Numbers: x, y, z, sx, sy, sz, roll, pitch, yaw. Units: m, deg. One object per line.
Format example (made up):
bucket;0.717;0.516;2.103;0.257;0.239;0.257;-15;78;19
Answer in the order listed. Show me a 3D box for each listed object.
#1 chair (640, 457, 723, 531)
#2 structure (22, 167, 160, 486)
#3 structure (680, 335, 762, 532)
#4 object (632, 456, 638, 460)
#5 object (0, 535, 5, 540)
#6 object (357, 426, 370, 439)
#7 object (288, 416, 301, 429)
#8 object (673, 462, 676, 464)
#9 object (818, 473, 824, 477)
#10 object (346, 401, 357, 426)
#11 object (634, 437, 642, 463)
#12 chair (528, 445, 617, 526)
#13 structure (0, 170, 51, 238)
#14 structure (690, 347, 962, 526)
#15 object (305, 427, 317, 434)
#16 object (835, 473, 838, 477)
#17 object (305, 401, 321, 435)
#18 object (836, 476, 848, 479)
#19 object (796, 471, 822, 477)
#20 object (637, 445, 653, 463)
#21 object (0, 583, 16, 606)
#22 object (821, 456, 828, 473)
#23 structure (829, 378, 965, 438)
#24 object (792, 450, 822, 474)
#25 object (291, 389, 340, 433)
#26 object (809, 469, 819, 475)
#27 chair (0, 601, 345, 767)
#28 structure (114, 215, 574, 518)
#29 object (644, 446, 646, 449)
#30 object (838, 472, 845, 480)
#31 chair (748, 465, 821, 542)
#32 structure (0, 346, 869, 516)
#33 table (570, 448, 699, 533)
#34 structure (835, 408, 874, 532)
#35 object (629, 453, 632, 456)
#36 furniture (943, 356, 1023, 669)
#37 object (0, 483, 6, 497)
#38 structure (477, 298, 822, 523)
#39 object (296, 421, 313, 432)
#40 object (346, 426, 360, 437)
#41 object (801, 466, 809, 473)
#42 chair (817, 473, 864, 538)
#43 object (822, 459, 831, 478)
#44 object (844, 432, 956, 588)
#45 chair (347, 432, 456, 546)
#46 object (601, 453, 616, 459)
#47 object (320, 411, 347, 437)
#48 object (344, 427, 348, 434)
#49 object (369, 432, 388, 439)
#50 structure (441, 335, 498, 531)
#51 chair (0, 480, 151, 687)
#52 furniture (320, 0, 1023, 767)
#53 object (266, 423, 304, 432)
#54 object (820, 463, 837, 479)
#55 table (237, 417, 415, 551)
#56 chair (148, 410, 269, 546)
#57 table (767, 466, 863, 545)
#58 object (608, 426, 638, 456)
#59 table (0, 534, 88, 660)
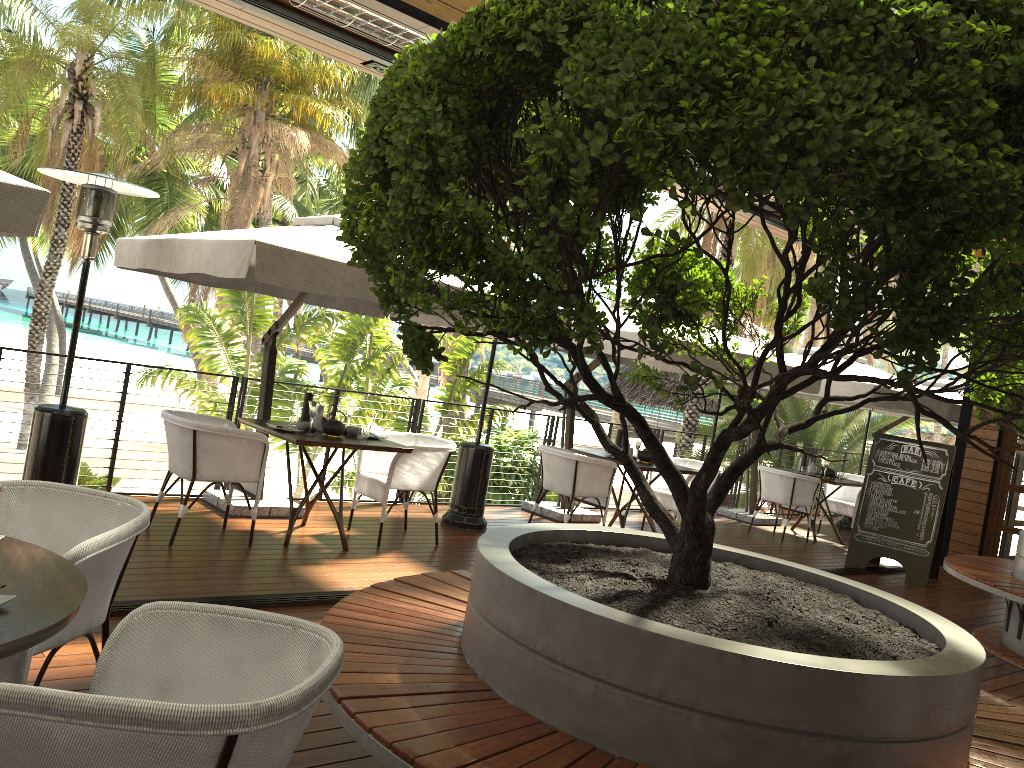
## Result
chair;1.732;1.169;8.984;0.616;0.788;0.628;9;1;-40
structure;-2.730;-0.228;5.508;0.700;2.192;0.698;10;0;37
structure;2.252;0.523;9.864;0.700;2.192;0.698;10;0;37
object;1.136;0.701;8.287;0.080;0.042;0.080;10;1;10
object;-1.508;0.393;2.304;0.295;0.025;0.170;10;1;5
object;-1.056;0.349;6.315;0.086;0.086;0.087;9;1;-36
object;-1.527;0.271;6.230;0.086;0.086;0.087;9;1;-36
object;1.459;0.755;8.727;0.170;0.025;0.295;9;2;-41
object;3.660;1.081;10.494;0.080;0.042;0.080;11;1;40
object;-1.201;0.245;6.541;0.082;0.227;0.082;9;0;-40
object;1.162;0.610;8.206;0.082;0.227;0.082;10;0;38
chair;0.512;0.984;7.950;0.616;0.788;0.628;9;1;-40
structure;-3.856;-0.454;4.126;2.410;2.332;2.417;9;1;-41
structure;3.711;0.687;10.742;2.410;2.332;2.417;9;1;-41
object;-1.381;0.322;6.087;0.080;0.042;0.080;10;1;10
object;3.900;1.104;10.796;0.116;0.065;0.116;9;1;-37
object;-1.355;0.231;6.006;0.082;0.227;0.082;9;0;-40
object;3.983;1.135;10.935;0.170;0.025;0.295;9;2;-41
object;3.508;1.066;10.429;0.170;0.025;0.295;9;2;-41
object;1.274;0.652;8.405;0.167;0.179;0.163;9;1;-39
object;-1.179;0.459;1.859;0.170;0.025;0.294;10;1;10
object;3.840;1.005;10.948;0.082;0.227;0.082;9;0;-40
structure;6.233;1.067;12.947;2.410;2.332;2.417;9;1;-41
object;3.613;0.954;10.841;0.263;0.264;0.263;10;1;4
object;-1.427;0.194;6.433;0.263;0.264;0.263;10;1;4
object;3.598;1.058;10.568;0.116;0.065;0.116;9;1;-37
chair;-0.731;0.910;1.828;0.617;0.788;0.627;10;1;5
structure;-1.334;-0.074;6.331;2.410;2.332;2.417;9;1;-41
object;1.316;0.625;8.741;0.082;0.227;0.082;9;0;-40
object;3.985;1.109;10.723;0.086;0.086;0.087;9;1;-36
chair;3.118;1.377;10.228;0.616;0.788;0.628;9;1;-40
structure;-2.902;0.413;6.533;26.227;1.153;0.164;9;1;-41
table;1.142;1.098;8.511;0.930;0.749;0.933;9;1;-41
structure;4.790;0.906;12.084;0.700;2.192;0.698;10;0;37
object;1.074;0.677;8.361;0.116;0.065;0.116;9;1;-42
furniture;4.615;0.763;6.249;2.571;2.722;2.717;10;1;14
object;-1.226;0.342;2.035;0.082;0.227;0.082;10;0;11
structure;1.189;0.307;8.537;2.410;2.332;2.417;9;1;-41
object;-1.443;0.298;6.160;0.116;0.065;0.116;9;1;-42
object;-1.141;0.344;6.388;0.116;0.065;0.116;9;1;-42
object;3.514;1.031;10.638;0.086;0.086;0.087;9;1;-36
chair;4.294;1.555;11.224;0.616;0.788;0.628;9;1;-40
object;3.686;0.991;10.414;0.082;0.227;0.082;9;0;-40
object;3.978;1.244;9.019;0.770;1.397;0.770;10;1;34
chair;-0.820;0.784;6.753;0.616;0.788;0.628;9;1;-40
object;0.984;0.685;8.222;0.170;0.025;0.295;9;2;-41
object;-1.242;0.273;6.204;0.167;0.179;0.163;9;1;-39
object;-1.208;0.342;6.463;0.080;0.042;0.080;10;1;10
object;-1.058;0.375;6.527;0.170;0.025;0.295;9;2;-41
structure;-0.235;0.148;7.690;0.700;2.192;0.698;10;0;37
chair;-1.541;0.751;2.765;0.627;0.788;0.616;10;1;5
furniture;0.699;0.170;2.917;2.620;2.722;2.690;10;1;40
object;-1.533;0.306;6.022;0.170;0.025;0.295;9;2;-41
object;3.799;1.033;10.615;0.163;0.179;0.168;9;1;-43
table;-1.387;0.717;6.299;0.930;0.749;0.933;9;1;-41
chair;-1.996;0.606;5.757;0.616;0.788;0.628;9;1;-40
table;3.672;1.479;10.722;0.930;0.749;0.933;9;1;-41
object;1.089;0.573;8.634;0.263;0.264;0.263;10;1;4
table;-1.606;0.778;1.892;1.164;0.749;1.168;9;1;-36
